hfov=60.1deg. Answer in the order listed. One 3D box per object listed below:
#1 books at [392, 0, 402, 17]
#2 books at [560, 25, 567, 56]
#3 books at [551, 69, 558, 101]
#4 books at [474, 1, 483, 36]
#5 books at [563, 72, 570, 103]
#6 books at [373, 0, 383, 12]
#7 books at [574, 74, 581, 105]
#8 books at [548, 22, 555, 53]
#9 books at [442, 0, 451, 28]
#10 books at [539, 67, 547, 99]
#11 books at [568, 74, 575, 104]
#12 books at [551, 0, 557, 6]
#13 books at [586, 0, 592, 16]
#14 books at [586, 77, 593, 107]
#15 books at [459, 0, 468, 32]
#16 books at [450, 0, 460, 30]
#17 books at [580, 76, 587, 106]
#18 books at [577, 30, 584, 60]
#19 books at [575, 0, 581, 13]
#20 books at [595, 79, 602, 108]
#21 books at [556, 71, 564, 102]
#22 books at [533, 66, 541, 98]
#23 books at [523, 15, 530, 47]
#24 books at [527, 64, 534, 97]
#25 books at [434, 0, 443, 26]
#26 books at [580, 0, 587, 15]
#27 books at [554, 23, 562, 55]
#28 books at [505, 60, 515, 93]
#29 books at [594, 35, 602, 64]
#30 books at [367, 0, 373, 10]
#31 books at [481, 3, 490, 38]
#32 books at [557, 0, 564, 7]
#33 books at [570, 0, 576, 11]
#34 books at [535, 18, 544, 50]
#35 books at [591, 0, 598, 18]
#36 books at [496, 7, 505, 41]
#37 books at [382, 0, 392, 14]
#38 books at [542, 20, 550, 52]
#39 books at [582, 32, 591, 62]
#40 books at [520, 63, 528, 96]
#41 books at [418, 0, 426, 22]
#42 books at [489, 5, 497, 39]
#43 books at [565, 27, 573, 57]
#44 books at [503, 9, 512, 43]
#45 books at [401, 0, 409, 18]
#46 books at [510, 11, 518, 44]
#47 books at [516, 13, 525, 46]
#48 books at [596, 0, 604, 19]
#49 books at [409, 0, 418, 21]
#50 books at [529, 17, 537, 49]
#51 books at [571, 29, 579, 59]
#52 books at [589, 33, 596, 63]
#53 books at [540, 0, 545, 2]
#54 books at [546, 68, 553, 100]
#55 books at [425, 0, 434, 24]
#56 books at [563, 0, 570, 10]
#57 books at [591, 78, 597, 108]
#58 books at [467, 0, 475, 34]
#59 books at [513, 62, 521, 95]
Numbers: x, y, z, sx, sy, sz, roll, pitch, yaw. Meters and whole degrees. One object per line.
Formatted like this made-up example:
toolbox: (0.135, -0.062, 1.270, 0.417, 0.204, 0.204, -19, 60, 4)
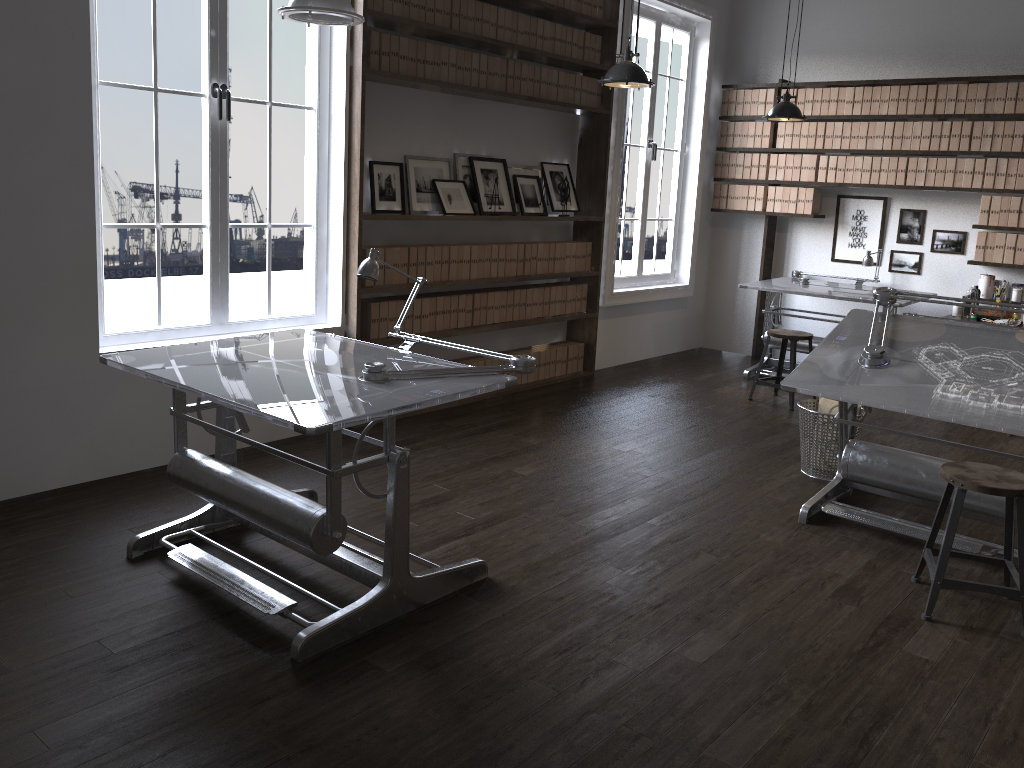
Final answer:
books: (-0.724, -2.227, 5.143, 0.175, 0.223, 0.067, 12, 13, 39)
books: (0.297, -2.446, 6.350, 0.175, 0.223, 0.067, 12, 14, 39)
books: (0.237, -2.131, 6.346, 0.175, 0.223, 0.067, 12, 13, 39)
books: (-0.278, -2.321, 5.662, 0.175, 0.224, 0.067, 12, 14, 39)
books: (0.327, -2.151, 6.456, 0.175, 0.223, 0.067, 12, 13, 39)
books: (-0.817, -2.208, 5.036, 0.175, 0.223, 0.067, 12, 13, 39)
books: (0.419, -2.170, 6.560, 0.175, 0.223, 0.067, 12, 14, 39)
books: (0.212, -2.427, 6.247, 0.175, 0.223, 0.067, 12, 14, 39)
books: (-0.462, -2.284, 5.456, 0.175, 0.223, 0.067, 12, 14, 39)
books: (0.156, -2.113, 6.246, 0.175, 0.224, 0.067, 12, 14, 39)
books: (0.371, -2.161, 6.510, 0.175, 0.223, 0.067, 12, 13, 39)
books: (0.233, -2.740, 6.202, 0.175, 0.223, 0.067, 12, 13, 39)
books: (0.497, -2.796, 6.512, 0.175, 0.223, 0.067, 12, 13, 39)
books: (0.511, -2.188, 6.663, 0.175, 0.224, 0.067, 12, 13, 39)
books: (-0.366, -2.304, 5.569, 0.175, 0.223, 0.067, 12, 14, 39)
books: (-0.410, -2.293, 5.509, 0.175, 0.224, 0.067, 12, 13, 39)
books: (0.468, -2.179, 6.613, 0.175, 0.223, 0.067, 12, 14, 39)
books: (0.434, -2.475, 6.512, 0.175, 0.223, 0.067, 12, 13, 39)
books: (0.412, -2.777, 6.409, 0.175, 0.223, 0.067, 12, 13, 39)
books: (0.592, -2.208, 6.768, 0.175, 0.223, 0.067, 12, 14, 39)
books: (0.285, -2.141, 6.400, 0.175, 0.224, 0.067, 12, 14, 39)
books: (0.108, -2.105, 6.198, 0.175, 0.223, 0.067, 12, 13, 39)
books: (0.033, -2.390, 6.040, 0.175, 0.223, 0.067, 12, 14, 39)
books: (0.062, -2.095, 6.145, 0.175, 0.223, 0.067, 12, 13, 39)
books: (-0.504, -2.273, 5.399, 0.175, 0.223, 0.067, 12, 14, 39)
books: (0.458, -2.785, 6.457, 0.175, 0.224, 0.067, 12, 14, 39)
books: (0.258, -2.435, 6.295, 0.175, 0.224, 0.067, 12, 13, 39)
books: (-0.074, -2.064, 5.977, 0.175, 0.224, 0.067, 12, 13, 39)
books: (0.581, -2.506, 6.681, 0.175, 0.223, 0.067, 12, 14, 39)
books: (-0.863, -2.198, 4.984, 0.175, 0.223, 0.067, 12, 13, 39)
books: (-0.231, -2.331, 5.717, 0.175, 0.223, 0.067, 12, 13, 39)
books: (0.279, -2.749, 6.254, 0.175, 0.223, 0.067, 12, 13, 39)
books: (0.373, -2.768, 6.361, 0.175, 0.223, 0.067, 12, 13, 39)
books: (0.127, -2.408, 6.142, 0.175, 0.224, 0.067, 12, 13, 39)
books: (0.543, -2.806, 6.566, 0.175, 0.223, 0.067, 12, 13, 39)
books: (-0.138, -2.351, 5.830, 0.175, 0.224, 0.067, 12, 14, 39)
books: (-0.769, -2.217, 5.087, 0.175, 0.224, 0.067, 12, 14, 39)
books: (0.173, -2.418, 6.198, 0.175, 0.223, 0.067, 12, 14, 39)
books: (0.487, -2.485, 6.565, 0.175, 0.224, 0.067, 12, 14, 39)
books: (0.020, -2.084, 6.088, 0.175, 0.223, 0.067, 12, 14, 39)
books: (-0.599, -2.254, 5.294, 0.175, 0.223, 0.067, 12, 13, 39)
books: (-0.187, -2.341, 5.775, 0.175, 0.223, 0.067, 12, 13, 39)
books: (0.343, -2.456, 6.404, 0.175, 0.223, 0.067, 12, 14, 39)
books: (-0.093, -2.361, 5.886, 0.175, 0.223, 0.067, 12, 13, 39)
books: (-0.684, -2.236, 5.192, 0.175, 0.223, 0.067, 12, 13, 39)
books: (-0.053, -2.371, 5.935, 0.175, 0.223, 0.067, 12, 13, 39)
books: (-0.007, -2.379, 5.982, 0.175, 0.224, 0.067, 12, 14, 39)
books: (0.592, -2.815, 6.617, 0.175, 0.223, 0.067, 12, 14, 39)
books: (-0.638, -2.244, 5.239, 0.175, 0.224, 0.067, 12, 14, 39)
books: (0.079, -2.399, 6.091, 0.175, 0.223, 0.067, 12, 14, 39)
books: (0.392, -2.465, 6.455, 0.175, 0.223, 0.067, 12, 13, 39)
books: (0.530, -2.496, 6.625, 0.175, 0.223, 0.067, 12, 13, 39)
books: (0.147, -2.719, 6.089, 0.175, 0.223, 0.067, 12, 14, 39)
books: (0.195, -2.123, 6.299, 0.175, 0.223, 0.067, 12, 13, 39)
books: (-0.553, -2.264, 5.348, 0.175, 0.223, 0.067, 12, 13, 39)
books: (0.327, -2.758, 6.304, 0.175, 0.224, 0.067, 12, 14, 39)
books: (0.548, -2.198, 6.714, 0.175, 0.223, 0.067, 12, 14, 39)
books: (-0.322, -2.313, 5.617, 0.175, 0.223, 0.067, 12, 13, 39)
books: (-0.030, -2.075, 6.037, 0.175, 0.223, 0.067, 12, 14, 39)
